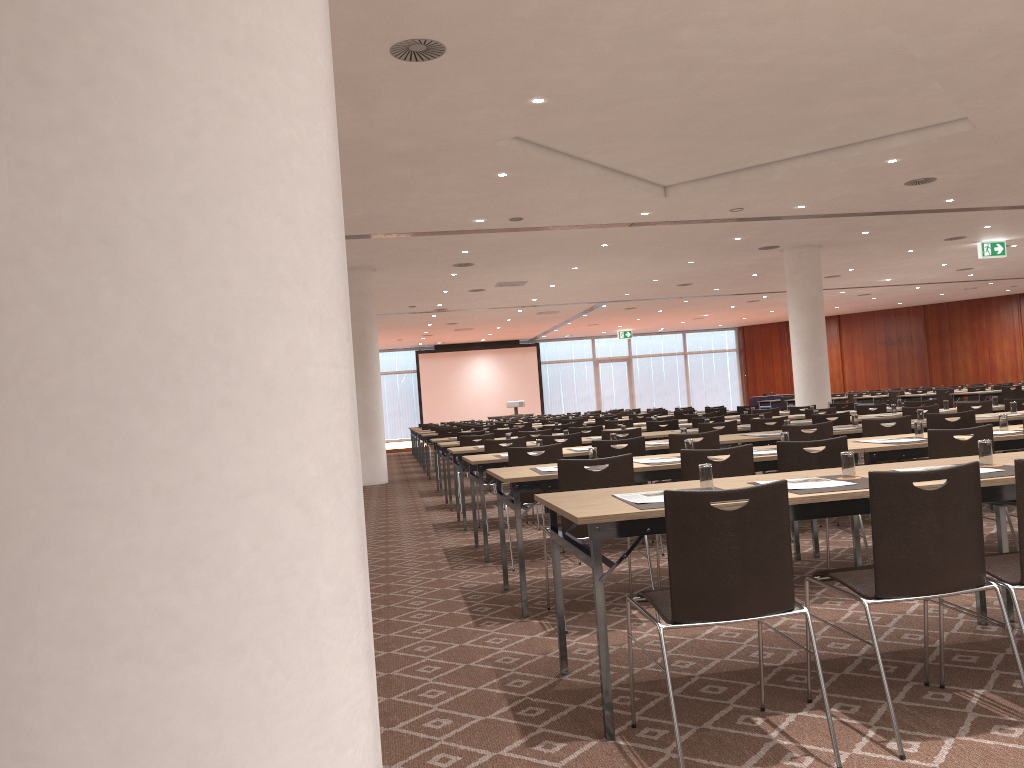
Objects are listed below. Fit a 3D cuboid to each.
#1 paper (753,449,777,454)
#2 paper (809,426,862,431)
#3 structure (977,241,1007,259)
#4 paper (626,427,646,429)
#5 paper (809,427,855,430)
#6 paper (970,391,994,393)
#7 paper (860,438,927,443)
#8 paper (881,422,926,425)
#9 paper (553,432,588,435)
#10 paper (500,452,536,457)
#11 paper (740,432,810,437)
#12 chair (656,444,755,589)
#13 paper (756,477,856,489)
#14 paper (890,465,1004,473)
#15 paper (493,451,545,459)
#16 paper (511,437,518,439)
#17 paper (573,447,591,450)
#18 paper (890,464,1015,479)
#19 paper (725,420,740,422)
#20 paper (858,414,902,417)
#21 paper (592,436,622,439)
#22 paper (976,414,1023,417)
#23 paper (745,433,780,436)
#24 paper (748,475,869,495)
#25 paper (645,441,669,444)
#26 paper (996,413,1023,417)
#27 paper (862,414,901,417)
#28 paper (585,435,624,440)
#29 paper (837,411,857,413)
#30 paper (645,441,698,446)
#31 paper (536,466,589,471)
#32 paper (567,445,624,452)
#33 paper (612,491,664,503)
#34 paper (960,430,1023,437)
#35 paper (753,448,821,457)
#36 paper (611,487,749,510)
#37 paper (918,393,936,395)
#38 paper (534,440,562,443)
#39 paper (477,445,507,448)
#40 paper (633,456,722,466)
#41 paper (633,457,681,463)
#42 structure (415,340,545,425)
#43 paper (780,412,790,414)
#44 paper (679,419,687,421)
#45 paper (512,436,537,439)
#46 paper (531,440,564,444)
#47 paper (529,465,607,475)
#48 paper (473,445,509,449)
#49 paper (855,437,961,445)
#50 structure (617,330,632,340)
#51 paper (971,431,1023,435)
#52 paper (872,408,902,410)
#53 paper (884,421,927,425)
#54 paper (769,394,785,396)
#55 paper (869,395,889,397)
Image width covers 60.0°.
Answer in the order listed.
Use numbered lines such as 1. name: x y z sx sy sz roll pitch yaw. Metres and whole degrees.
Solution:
1. paper: 1.607 0.445 5.826 0.283 0.006 0.398 -4 -1 -7
2. paper: 2.974 0.404 8.006 0.460 0.003 0.565 -4 -1 -6
3. structure: 10.191 -2.855 18.832 0.587 0.346 0.105 -4 -1 -8
4. paper: 1.730 0.590 11.918 0.283 0.006 0.398 -4 -1 -10
5. paper: 2.918 0.405 8.043 0.283 0.006 0.398 -4 -1 -9
6. paper: 10.010 0.156 18.605 0.460 0.003 0.565 -4 -1 -7
7. paper: 2.554 0.380 5.983 0.283 0.006 0.398 -4 -1 -7
8. paper: 3.558 0.360 8.119 0.283 0.006 0.398 -4 -1 -9
9. paper: 0.813 0.656 11.708 0.460 0.003 0.565 -4 -1 -12
10. paper: 0.054 0.605 7.628 0.283 0.006 0.398 -4 -1 -6
11. paper: 2.351 0.447 7.896 0.460 0.003 0.565 -4 -1 -7
12. chair: 1.175 0.831 5.209 0.535 0.939 0.614 -4 -1 -9
13. paper: 1.237 0.420 3.767 0.283 0.006 0.398 -4 -1 -5
14. paper: 1.889 0.375 3.865 0.283 0.006 0.398 -4 -1 -6
15. paper: 0.099 0.603 7.554 0.460 0.003 0.565 -4 -1 -9
16. paper: 0.098 0.704 11.681 0.283 0.006 0.398 -4 -1 -8
17. paper: 0.694 0.560 7.725 0.283 0.006 0.398 -4 -1 -9
18. paper: 1.967 0.371 3.797 0.460 0.003 0.565 -4 -1 -10
19. paper: 2.991 0.502 12.088 0.283 0.006 0.398 -4 -1 -9
20. paper: 4.323 0.361 10.208 0.460 0.003 0.565 -4 -1 -8
21. paper: 1.040 0.587 9.775 0.283 0.006 0.398 -4 -1 -7
22. paper: 4.517 0.294 8.277 0.283 0.006 0.398 -4 -1 -7
23. paper: 2.297 0.449 7.969 0.283 0.006 0.398 -4 -1 -9
24. paper: 1.307 0.418 3.713 0.460 0.003 0.565 -4 -1 -6
25. paper: 1.332 0.516 7.814 0.283 0.006 0.398 -4 -1 -11
26. paper: 4.592 0.291 8.220 0.460 0.003 0.565 -4 -1 -9
27. paper: 4.246 0.364 10.248 0.283 0.006 0.398 -4 -1 -9
28. paper: 1.086 0.586 9.735 0.460 0.003 0.565 -4 -1 -8
29. paper: 4.602 0.390 12.325 0.283 0.006 0.398 -4 -1 -8
30. paper: 1.370 0.515 7.760 0.460 0.003 0.565 -4 -1 -7
31. paper: 0.319 0.536 5.669 0.283 0.006 0.398 -4 -1 -7
32. paper: 0.741 0.560 7.695 0.460 0.003 0.565 -4 -1 -5
33. paper: 0.604 0.464 3.679 0.283 0.006 0.398 -4 -1 -8
34. paper: 3.272 0.332 6.007 0.460 0.003 0.565 -4 -1 -9
35. paper: 1.686 0.443 5.804 0.460 0.003 0.565 -4 -1 -5
36. paper: 0.685 0.461 3.603 0.460 0.003 0.565 -4 -1 -5
37. paper: 9.703 0.228 20.563 0.460 0.003 0.565 -4 -1 -11
38. paper: 0.408 0.631 9.702 0.283 0.006 0.398 -4 -1 -9
39. paper: -0.216 0.675 9.617 0.283 0.006 0.398 -4 -1 -8
40. paper: 1.028 0.488 5.694 0.460 0.003 0.565 -4 -1 -10
41. paper: 0.948 0.492 5.758 0.283 0.006 0.398 -4 -1 -8
42. structure: -1.314 0.027 36.712 5.158 3.525 0.395 -4 -1 -8
43. paper: 4.389 0.458 14.235 0.460 0.003 0.565 -4 -1 -5
44. paper: 2.715 0.573 14.089 0.283 0.006 0.398 -4 -1 -7
45. paper: 0.194 0.700 11.632 0.460 0.003 0.565 -4 -1 -9
46. paper: 0.464 0.630 9.651 0.460 0.003 0.565 -4 -1 -8
47. paper: 0.371 0.534 5.608 0.460 0.003 0.565 -4 -1 -6
48. paper: -0.168 0.674 9.551 0.460 0.003 0.565 -4 -1 -8
49. paper: 2.627 0.376 5.909 0.460 0.003 0.565 -4 -1 -8
50. structure: 4.602 -2.007 36.145 0.587 0.346 0.105 -4 -1 -8
51. paper: 3.232 0.332 6.073 0.283 0.006 0.398 -4 -1 -7
52. paper: 5.296 0.343 12.337 0.460 0.003 0.565 -4 -1 -8
53. paper: 3.647 0.357 8.095 0.460 0.003 0.565 -4 -1 -6
54. paper: 9.570 0.405 32.232 0.460 0.003 0.565 -4 -1 -8
55. paper: 9.450 0.297 22.554 0.460 0.003 0.565 -4 -1 -7
